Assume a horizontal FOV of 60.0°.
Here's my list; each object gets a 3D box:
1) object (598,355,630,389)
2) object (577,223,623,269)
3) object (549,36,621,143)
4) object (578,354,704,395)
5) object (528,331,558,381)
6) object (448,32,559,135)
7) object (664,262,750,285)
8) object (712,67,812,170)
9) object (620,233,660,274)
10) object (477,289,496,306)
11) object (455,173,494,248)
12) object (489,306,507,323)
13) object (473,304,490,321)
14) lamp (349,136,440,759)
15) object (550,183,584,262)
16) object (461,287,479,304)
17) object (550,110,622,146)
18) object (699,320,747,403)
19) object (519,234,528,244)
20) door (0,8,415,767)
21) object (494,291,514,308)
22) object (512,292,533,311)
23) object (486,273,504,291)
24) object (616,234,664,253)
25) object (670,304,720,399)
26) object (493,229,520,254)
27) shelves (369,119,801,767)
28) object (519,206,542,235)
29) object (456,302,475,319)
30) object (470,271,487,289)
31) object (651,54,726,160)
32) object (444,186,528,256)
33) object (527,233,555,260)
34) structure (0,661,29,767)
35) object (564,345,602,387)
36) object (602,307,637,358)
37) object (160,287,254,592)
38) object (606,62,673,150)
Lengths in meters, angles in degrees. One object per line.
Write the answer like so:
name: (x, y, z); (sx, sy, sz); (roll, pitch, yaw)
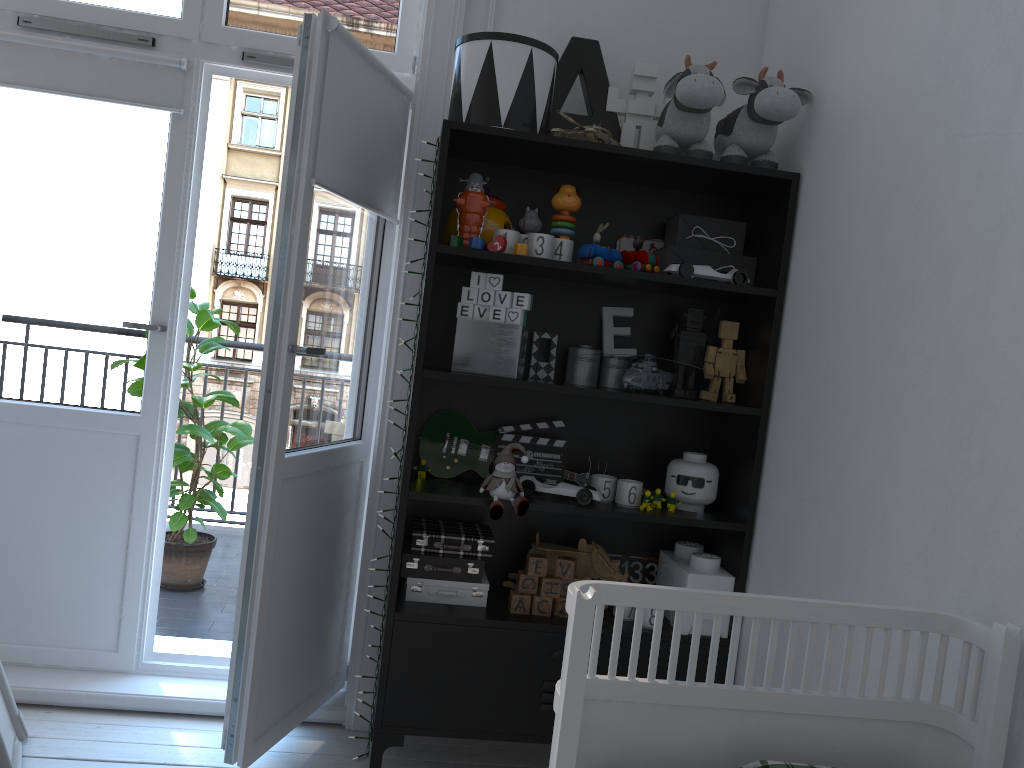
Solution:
object: (0.305, -0.029, 2.409); (0.078, 0.091, 0.246); (6, 2, -13)
object: (0.237, -0.358, 2.320); (0.121, 0.126, 0.087); (5, 3, -30)
object: (0.181, -0.782, 2.474); (0.343, 0.344, 0.057); (7, 3, -7)
object: (0.361, -0.028, 2.383); (0.368, 0.106, 0.349); (7, 2, -5)
object: (0.088, -0.079, 2.499); (0.070, 0.135, 0.028); (7, 3, -8)
object: (-0.004, -0.758, 2.378); (0.272, 0.259, 0.395); (8, 2, 21)
object: (0.507, -0.286, 2.309); (0.230, 0.048, 0.098); (6, 2, -17)
object: (0.603, -0.677, 2.338); (0.211, 0.253, 0.386); (6, 2, -24)
object: (0.340, -0.347, 2.375); (0.087, 0.112, 0.121); (5, 3, -36)
object: (-0.061, -0.219, 2.250); (0.040, 0.040, 0.040); (7, 2, 13)
object: (-0.095, -0.435, 2.251); (0.105, 0.203, 0.072); (7, 3, 0)
object: (-0.035, -0.175, 2.248); (0.040, 0.040, 0.040); (7, 2, 8)
object: (-0.077, -0.180, 2.261); (0.040, 0.040, 0.040); (7, 2, -2)
lamp: (0.132, 0.227, 2.453); (0.985, 1.685, 0.095); (6, 3, -10)
object: (0.134, -0.414, 2.304); (0.077, 0.213, 0.077); (8, 3, 26)
object: (-0.106, -0.224, 2.256); (0.040, 0.040, 0.040); (7, 2, 3)
object: (0.190, -0.652, 2.298); (0.121, 0.100, 0.338); (8, 2, 28)
object: (0.577, -0.060, 2.396); (0.114, 0.221, 0.052); (6, 3, -8)
object: (0.031, -0.353, 2.315); (0.067, 0.067, 0.067); (5, 3, -33)
door: (-0.989, -0.039, 2.348); (1.264, 1.839, 0.636); (7, 3, -5)
object: (-0.017, -0.213, 2.244); (0.040, 0.040, 0.040); (8, 3, 23)
object: (0.027, -0.208, 2.238); (0.040, 0.040, 0.040); (8, 2, 18)
object: (-0.043, -0.257, 2.246); (0.040, 0.040, 0.040); (7, 2, 3)
object: (0.467, -0.344, 2.548); (0.347, 0.132, 0.037); (7, 3, -7)
object: (0.497, -0.091, 2.447); (0.117, 0.259, 0.081); (7, 3, -7)
object: (-0.016, -0.357, 2.265); (0.067, 0.067, 0.067); (7, 2, -6)
shelves: (0.164, 0.237, 2.393); (0.911, 1.678, 0.353); (7, 3, -7)
object: (0.046, -0.402, 2.418); (0.063, 0.160, 0.063); (5, 3, -29)
object: (-0.116, -0.185, 2.259); (0.040, 0.040, 0.040); (7, 2, 8)
object: (-0.085, -0.262, 2.252); (0.040, 0.040, 0.040); (7, 2, -2)
object: (0.453, -0.694, 2.315); (0.154, 0.253, 0.370); (7, 2, 1)
object: (-0.070, -0.430, 2.326); (0.197, 0.197, 0.318); (6, 2, -11)
object: (0.071, -0.346, 2.261); (0.067, 0.067, 0.067); (7, 2, -6)
structure: (-1.512, 0.032, 1.753); (1.143, 1.750, 1.142); (5, 3, -31)
object: (0.199, -0.053, 2.479); (0.095, 0.110, 0.095); (7, 2, -3)
object: (0.305, -0.147, 2.530); (0.107, 0.151, 0.055); (7, 3, -7)
object: (-1.350, 0.208, 3.632); (0.720, 1.225, 0.489); (7, 3, 3)
object: (0.352, -0.734, 2.467); (0.190, 0.291, 0.065); (7, 3, -2)
